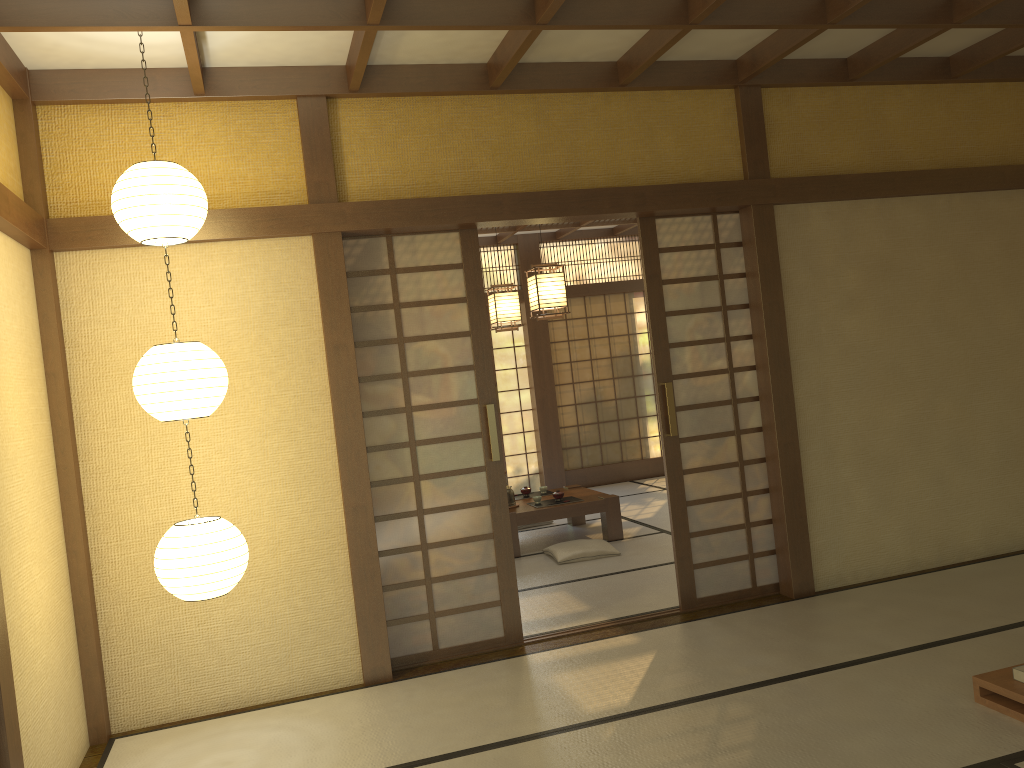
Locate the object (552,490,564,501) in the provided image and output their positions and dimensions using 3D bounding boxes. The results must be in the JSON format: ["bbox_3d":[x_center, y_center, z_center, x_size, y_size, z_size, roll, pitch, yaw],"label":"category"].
[{"bbox_3d":[0.380,0.913,7.265,0.100,0.080,0.100,-7,1,-16],"label":"object"}]

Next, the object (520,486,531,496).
[{"bbox_3d":[0.121,0.935,7.739,0.100,0.080,0.100,-7,1,-16],"label":"object"}]

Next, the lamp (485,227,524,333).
[{"bbox_3d":[-0.103,-1.001,7.481,0.240,1.129,0.240,-7,1,-16],"label":"lamp"}]

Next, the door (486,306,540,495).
[{"bbox_3d":[0.699,0.119,10.476,1.894,2.380,0.073,-7,1,-16],"label":"door"}]

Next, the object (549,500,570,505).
[{"bbox_3d":[0.372,0.955,7.128,0.200,0.008,0.008,-7,1,-18],"label":"object"}]

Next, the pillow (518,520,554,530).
[{"bbox_3d":[0.075,1.287,8.325,0.496,0.107,0.486,-7,1,-22],"label":"pillow"}]

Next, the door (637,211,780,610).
[{"bbox_3d":[1.423,0.086,5.143,1.230,2.265,0.076,-7,1,-16],"label":"door"}]

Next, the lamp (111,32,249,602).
[{"bbox_3d":[-1.359,-0.289,3.554,0.363,2.297,0.363,-7,1,-16],"label":"lamp"}]

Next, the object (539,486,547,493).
[{"bbox_3d":[0.277,0.934,7.815,0.074,0.052,0.073,-6,1,28],"label":"object"}]

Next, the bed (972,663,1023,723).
[{"bbox_3d":[3.221,0.963,2.541,2.400,0.188,2.400,-7,1,-16],"label":"bed"}]

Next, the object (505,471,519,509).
[{"bbox_3d":[-0.066,0.864,7.282,0.219,0.296,0.226,-7,1,-21],"label":"object"}]

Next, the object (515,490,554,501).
[{"bbox_3d":[0.164,0.976,7.780,0.400,0.007,0.300,-7,1,-16],"label":"object"}]

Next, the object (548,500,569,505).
[{"bbox_3d":[0.370,0.955,7.141,0.200,0.008,0.008,-7,1,-22],"label":"object"}]

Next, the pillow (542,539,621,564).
[{"bbox_3d":[0.518,1.262,6.747,0.486,0.107,0.496,-7,1,-12],"label":"pillow"}]

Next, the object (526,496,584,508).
[{"bbox_3d":[0.351,0.964,7.244,0.400,0.007,0.300,-7,1,-16],"label":"object"}]

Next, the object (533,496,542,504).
[{"bbox_3d":[0.208,0.950,7.268,0.074,0.052,0.073,-6,1,28],"label":"object"}]

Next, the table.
[{"bbox_3d":[0.269,1.139,7.491,1.000,0.350,1.000,-7,1,-16],"label":"table"}]

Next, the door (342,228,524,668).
[{"bbox_3d":[-0.648,0.327,4.558,1.230,2.265,0.076,-7,1,-16],"label":"door"}]

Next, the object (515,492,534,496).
[{"bbox_3d":[0.099,0.975,7.861,0.200,0.008,0.008,-7,1,-20],"label":"object"}]

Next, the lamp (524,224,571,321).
[{"bbox_3d":[0.212,-1.020,6.359,0.240,1.129,0.240,-7,1,-16],"label":"lamp"}]

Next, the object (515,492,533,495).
[{"bbox_3d":[0.095,0.975,7.879,0.200,0.008,0.008,-7,1,-15],"label":"object"}]

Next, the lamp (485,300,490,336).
[{"bbox_3d":[-0.418,-0.983,8.602,0.240,1.129,0.240,-7,1,-16],"label":"lamp"}]
